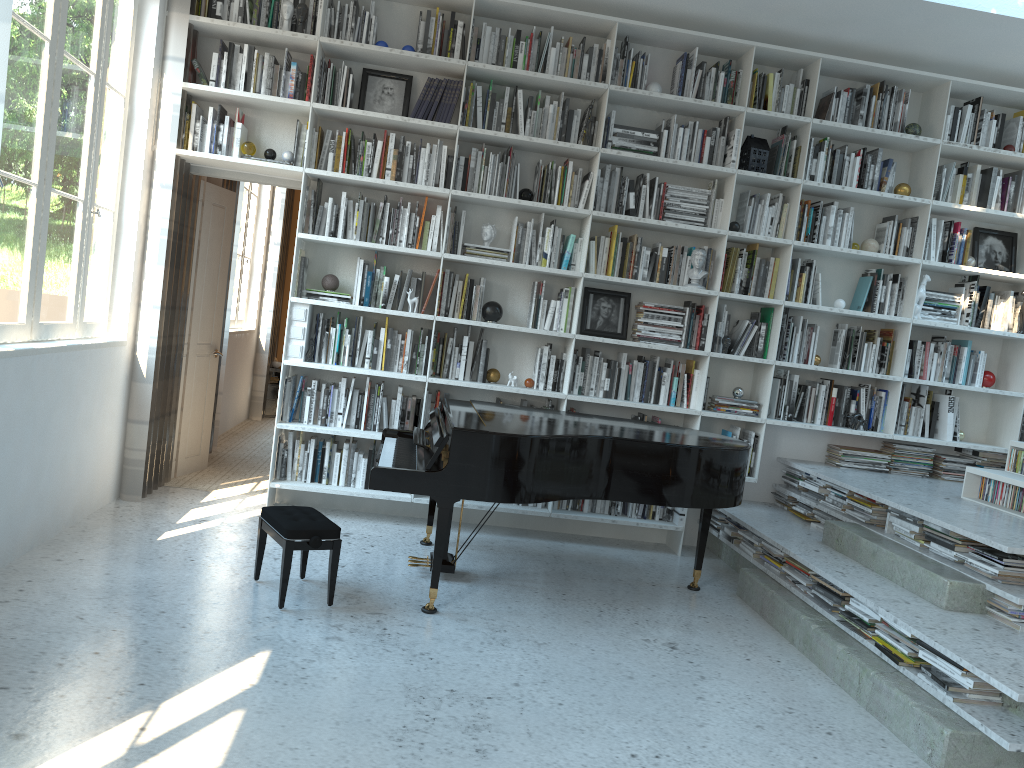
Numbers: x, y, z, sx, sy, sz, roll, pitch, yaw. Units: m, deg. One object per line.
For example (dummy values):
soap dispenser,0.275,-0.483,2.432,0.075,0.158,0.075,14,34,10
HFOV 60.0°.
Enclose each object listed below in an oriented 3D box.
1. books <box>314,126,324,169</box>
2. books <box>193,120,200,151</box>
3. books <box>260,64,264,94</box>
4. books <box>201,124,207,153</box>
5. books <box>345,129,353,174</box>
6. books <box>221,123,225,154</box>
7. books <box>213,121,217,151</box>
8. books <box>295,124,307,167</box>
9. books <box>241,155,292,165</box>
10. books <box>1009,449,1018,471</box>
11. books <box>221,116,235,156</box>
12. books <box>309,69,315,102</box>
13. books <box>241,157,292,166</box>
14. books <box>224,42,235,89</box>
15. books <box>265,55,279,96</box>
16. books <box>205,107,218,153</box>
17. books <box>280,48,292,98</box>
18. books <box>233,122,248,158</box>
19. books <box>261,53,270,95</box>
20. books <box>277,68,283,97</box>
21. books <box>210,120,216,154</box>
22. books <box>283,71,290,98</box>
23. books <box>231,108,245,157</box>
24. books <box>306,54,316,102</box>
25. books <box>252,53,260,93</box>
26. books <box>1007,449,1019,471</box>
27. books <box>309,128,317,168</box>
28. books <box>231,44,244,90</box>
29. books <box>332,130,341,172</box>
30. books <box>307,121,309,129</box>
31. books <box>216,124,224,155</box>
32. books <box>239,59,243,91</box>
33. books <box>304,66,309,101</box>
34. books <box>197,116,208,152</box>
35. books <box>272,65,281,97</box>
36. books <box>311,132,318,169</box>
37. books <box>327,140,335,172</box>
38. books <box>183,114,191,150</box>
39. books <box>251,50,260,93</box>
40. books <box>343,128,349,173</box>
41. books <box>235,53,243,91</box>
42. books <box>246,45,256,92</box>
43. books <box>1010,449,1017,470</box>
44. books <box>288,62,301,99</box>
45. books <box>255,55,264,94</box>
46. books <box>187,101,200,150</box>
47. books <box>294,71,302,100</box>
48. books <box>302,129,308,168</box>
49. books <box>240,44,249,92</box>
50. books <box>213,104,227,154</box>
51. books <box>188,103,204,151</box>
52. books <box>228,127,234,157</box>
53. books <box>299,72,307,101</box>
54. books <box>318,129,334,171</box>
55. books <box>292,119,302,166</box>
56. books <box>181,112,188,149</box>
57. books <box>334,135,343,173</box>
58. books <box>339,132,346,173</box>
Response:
books,-1.139,-1.371,5.237,0.012,0.263,0.180,7,4,-7
books,-1.820,-1.422,5.169,0.029,0.197,0.160,7,4,-7
books,-1.450,-1.764,5.198,0.011,0.231,0.135,7,4,-7
books,-1.785,-1.413,5.191,0.029,0.185,0.134,7,4,-7
books,-0.966,-1.356,5.253,0.011,0.278,0.164,7,4,-7
books,-1.668,-1.422,5.185,0.010,0.234,0.165,7,4,-7
books,-1.716,-1.414,5.177,0.011,0.206,0.163,7,4,-7
books,-1.242,-1.388,5.251,0.044,0.269,0.133,7,4,-7
books,-1.435,-1.306,5.224,0.285,0.012,0.159,7,4,-5
books,2.838,0.430,4.945,0.125,0.125,0.008,7,4,-7
books,-1.649,-1.420,5.162,0.021,0.237,0.188,7,4,-7
books,-1.160,-1.746,5.227,0.037,0.269,0.113,7,4,-7
books,-1.436,-1.294,5.223,0.285,0.012,0.159,7,4,-10
books,-1.623,-1.809,5.139,0.023,0.283,0.185,7,4,-7
books,-1.400,-1.765,5.172,0.030,0.251,0.165,7,4,-7
books,-1.751,-1.456,5.174,0.022,0.282,0.156,7,4,-7
books,-1.320,-1.782,5.181,0.012,0.303,0.189,7,4,-7
books,-1.585,-1.399,5.178,0.029,0.211,0.187,7,4,-7
books,-1.427,-1.774,5.168,0.025,0.261,0.166,7,4,-7
books,-1.349,-1.734,5.207,0.029,0.198,0.144,7,4,-7
books,-1.735,-1.421,5.196,0.023,0.214,0.140,7,4,-7
books,-1.308,-1.721,5.203,0.031,0.183,0.151,7,4,-7
books,-1.602,-1.446,5.186,0.013,0.299,0.178,7,4,-7
books,-1.182,-1.761,5.207,0.014,0.294,0.172,7,4,-7
books,-1.478,-1.774,5.164,0.012,0.249,0.191,7,4,-7
books,2.838,0.430,4.953,0.125,0.125,0.008,7,4,-7
books,-1.175,-1.371,5.251,0.012,0.254,0.160,7,4,-7
books,-1.600,-1.810,5.164,0.028,0.288,0.132,7,4,-7
books,-1.042,-1.359,5.258,0.010,0.263,0.150,7,4,-7
books,-1.212,-1.392,5.238,0.010,0.286,0.137,7,4,-7
books,-1.687,-1.403,5.178,0.024,0.193,0.180,7,4,-7
books,-1.562,-1.765,5.161,0.010,0.209,0.165,7,4,-7
books,-1.201,-1.735,5.220,0.014,0.236,0.143,7,4,-7
books,-1.799,-1.431,5.162,0.010,0.220,0.181,7,4,-7
books,-1.376,-1.744,5.195,0.028,0.212,0.138,7,4,-7
books,-1.159,-1.358,5.245,0.022,0.233,0.151,7,4,-7
books,-1.063,-1.326,5.242,0.026,0.195,0.175,7,4,-7
books,-1.874,-1.441,5.154,0.013,0.222,0.162,7,4,-7
books,-1.489,-1.786,5.163,0.013,0.269,0.162,7,4,-7
books,-0.983,-1.361,5.262,0.020,0.281,0.164,7,4,-7
books,-1.578,-1.783,5.168,0.024,0.239,0.155,7,4,-7
books,-1.513,-1.801,5.167,0.037,0.292,0.155,7,4,-7
books,2.839,0.431,4.937,0.125,0.125,0.009,7,4,-7
books,-1.273,-1.738,5.183,0.029,0.229,0.191,7,4,-7
books,-1.462,-1.770,5.167,0.021,0.244,0.173,7,4,-7
books,-1.858,-1.481,5.175,0.013,0.303,0.135,7,4,-7
books,-1.250,-1.721,5.216,0.029,0.196,0.146,7,4,-7
books,-1.197,-1.357,5.207,0.021,0.225,0.231,7,4,-7
books,-1.540,-1.800,5.144,0.021,0.286,0.178,7,4,-7
books,-1.697,-1.456,5.158,0.013,0.297,0.187,7,4,-7
books,-1.839,-1.467,5.155,0.023,0.282,0.170,7,4,-7
books,-1.632,-1.397,5.207,0.029,0.191,0.134,7,4,-7
books,-1.222,-1.712,5.206,0.026,0.188,0.154,7,4,-7
books,-1.105,-1.365,5.258,0.062,0.258,0.152,7,4,-7
books,-1.266,-1.398,5.227,0.012,0.285,0.159,7,4,-7
books,-1.887,-1.446,5.151,0.013,0.228,0.179,7,4,-7
books,-1.024,-1.340,5.257,0.030,0.230,0.172,7,4,-7
books,-1.000,-1.348,5.257,0.014,0.253,0.187,7,4,-7
